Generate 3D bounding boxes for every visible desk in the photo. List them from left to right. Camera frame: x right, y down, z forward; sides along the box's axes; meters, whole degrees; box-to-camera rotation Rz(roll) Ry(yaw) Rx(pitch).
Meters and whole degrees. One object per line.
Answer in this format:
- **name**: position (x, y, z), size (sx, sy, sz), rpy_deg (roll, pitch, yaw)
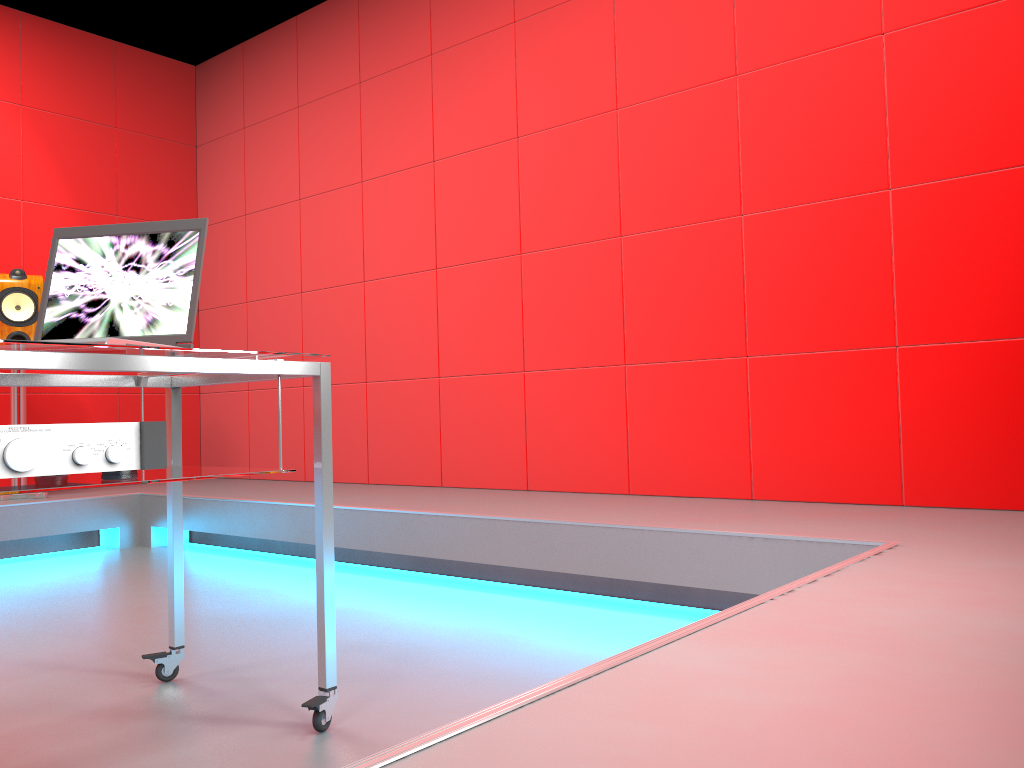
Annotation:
- **desk**: position (-1.052, 0.293, 1.207), size (0.594, 0.690, 1.617), rpy_deg (-3, -3, 39)

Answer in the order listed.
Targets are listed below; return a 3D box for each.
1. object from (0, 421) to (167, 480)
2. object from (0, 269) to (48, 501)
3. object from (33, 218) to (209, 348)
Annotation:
- **object**: position (-0.838, 0.112, 1.383), size (0.365, 0.092, 0.435), rpy_deg (-3, -3, 39)
- **object**: position (-2.297, -0.001, 4.125), size (0.231, 1.058, 0.265), rpy_deg (0, -2, -31)
- **object**: position (-0.793, -0.187, 1.621), size (0.342, 0.285, 0.340), rpy_deg (-2, -2, 9)
